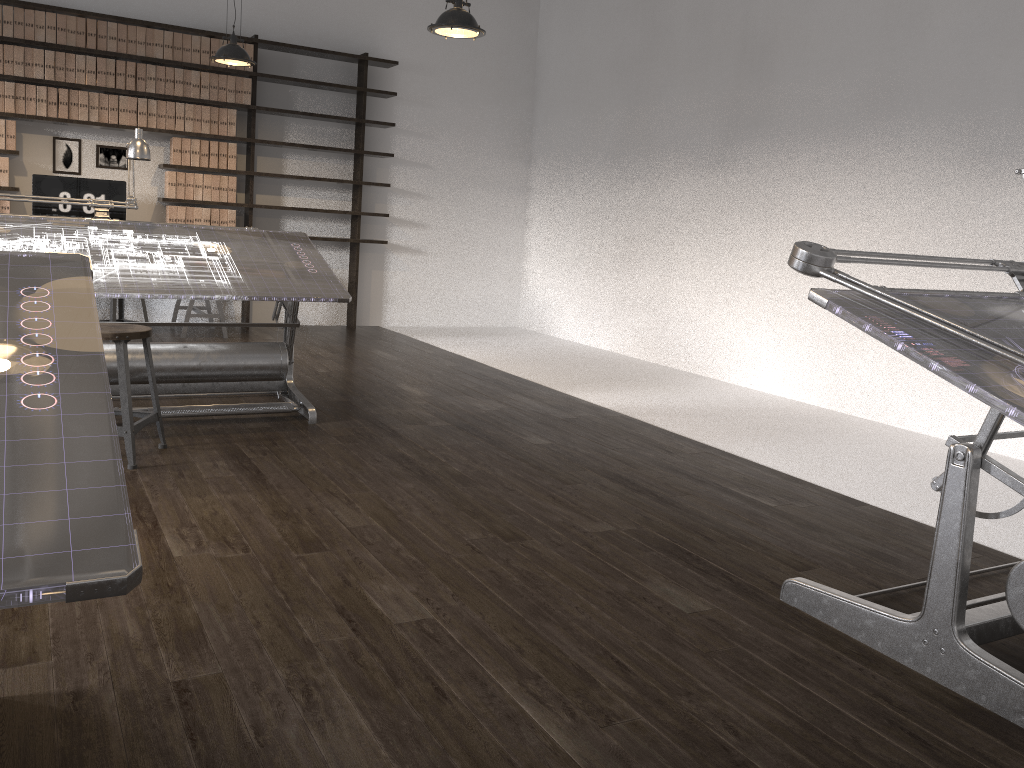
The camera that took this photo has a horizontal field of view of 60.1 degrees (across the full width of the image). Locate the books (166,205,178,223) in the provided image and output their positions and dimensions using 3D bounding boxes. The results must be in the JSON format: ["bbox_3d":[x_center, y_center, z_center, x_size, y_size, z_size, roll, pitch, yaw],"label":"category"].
[{"bbox_3d":[-2.824,-1.365,7.344,0.067,0.224,0.176,0,9,-29],"label":"books"}]

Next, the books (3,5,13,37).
[{"bbox_3d":[-3.756,-2.687,6.601,0.067,0.224,0.176,0,9,-29],"label":"books"}]

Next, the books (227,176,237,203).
[{"bbox_3d":[-2.398,-1.650,7.536,0.067,0.224,0.176,0,9,-29],"label":"books"}]

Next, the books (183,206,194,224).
[{"bbox_3d":[-2.706,-1.368,7.408,0.067,0.224,0.176,0,9,-29],"label":"books"}]

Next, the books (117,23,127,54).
[{"bbox_3d":[-3.081,-2.708,6.981,0.067,0.224,0.175,0,9,-29],"label":"books"}]

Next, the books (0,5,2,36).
[{"bbox_3d":[-3.820,-2.685,6.567,0.067,0.224,0.176,0,9,-29],"label":"books"}]

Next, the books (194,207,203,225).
[{"bbox_3d":[-2.651,-1.370,7.437,0.067,0.224,0.176,0,9,-29],"label":"books"}]

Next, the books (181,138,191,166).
[{"bbox_3d":[-2.706,-1.911,7.322,0.067,0.224,0.175,0,9,-29],"label":"books"}]

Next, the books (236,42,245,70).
[{"bbox_3d":[-2.293,-2.732,7.421,0.067,0.224,0.175,0,9,-29],"label":"books"}]

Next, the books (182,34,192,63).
[{"bbox_3d":[-2.662,-2.721,7.216,0.067,0.224,0.175,0,9,-29],"label":"books"}]

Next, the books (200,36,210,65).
[{"bbox_3d":[-2.534,-2.723,7.279,0.067,0.224,0.176,0,9,-29],"label":"books"}]

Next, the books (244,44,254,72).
[{"bbox_3d":[-2.230,-2.733,7.452,0.067,0.224,0.175,0,9,-29],"label":"books"}]

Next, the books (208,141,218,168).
[{"bbox_3d":[-2.514,-1.916,7.423,0.067,0.224,0.176,0,9,-29],"label":"books"}]

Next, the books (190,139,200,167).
[{"bbox_3d":[-2.642,-1.912,7.352,0.067,0.224,0.175,0,9,-29],"label":"books"}]

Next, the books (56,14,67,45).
[{"bbox_3d":[-3.445,-2.696,6.772,0.067,0.224,0.176,0,9,-29],"label":"books"}]

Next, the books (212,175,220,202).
[{"bbox_3d":[-2.512,-1.645,7.466,0.067,0.224,0.176,0,9,-29],"label":"books"}]

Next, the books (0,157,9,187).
[{"bbox_3d":[-3.855,-1.606,6.723,0.067,0.224,0.176,0,9,-29],"label":"books"}]

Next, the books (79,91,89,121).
[{"bbox_3d":[-3.348,-2.163,6.913,0.067,0.224,0.176,0,9,-29],"label":"books"}]

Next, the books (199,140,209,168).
[{"bbox_3d":[-2.582,-1.915,7.391,0.067,0.224,0.176,0,9,-29],"label":"books"}]

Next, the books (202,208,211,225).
[{"bbox_3d":[-2.591,-1.371,7.468,0.067,0.224,0.176,0,9,-29],"label":"books"}]

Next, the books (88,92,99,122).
[{"bbox_3d":[-3.287,-2.165,6.951,0.067,0.224,0.175,0,9,-29],"label":"books"}]

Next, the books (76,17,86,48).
[{"bbox_3d":[-3.336,-2.700,6.840,0.067,0.224,0.176,0,9,-29],"label":"books"}]

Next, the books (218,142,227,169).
[{"bbox_3d":[-2.452,-1.919,7.464,0.067,0.224,0.176,0,9,-29],"label":"books"}]

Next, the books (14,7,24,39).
[{"bbox_3d":[-3.696,-2.689,6.638,0.067,0.224,0.176,0,9,-29],"label":"books"}]

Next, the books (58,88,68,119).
[{"bbox_3d":[-3.471,-2.159,6.846,0.067,0.224,0.176,0,9,-29],"label":"books"}]

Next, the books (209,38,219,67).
[{"bbox_3d":[-2.471,-2.725,7.314,0.067,0.224,0.176,0,9,-29],"label":"books"}]

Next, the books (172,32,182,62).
[{"bbox_3d":[-2.722,-2.719,7.180,0.067,0.224,0.176,0,9,-29],"label":"books"}]

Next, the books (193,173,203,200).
[{"bbox_3d":[-2.635,-1.642,7.402,0.067,0.224,0.175,0,9,-29],"label":"books"}]

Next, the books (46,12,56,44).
[{"bbox_3d":[-3.508,-2.694,6.737,0.067,0.224,0.176,0,9,-29],"label":"books"}]

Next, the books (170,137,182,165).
[{"bbox_3d":[-2.768,-1.909,7.287,0.067,0.224,0.176,0,9,-29],"label":"books"}]

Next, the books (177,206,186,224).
[{"bbox_3d":[-2.762,-1.366,7.372,0.067,0.224,0.176,0,9,-29],"label":"books"}]

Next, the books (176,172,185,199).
[{"bbox_3d":[-2.757,-1.639,7.336,0.067,0.224,0.176,0,9,-29],"label":"books"}]

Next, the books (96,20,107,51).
[{"bbox_3d":[-3.206,-2.704,6.913,0.067,0.224,0.176,0,9,-29],"label":"books"}]

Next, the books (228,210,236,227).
[{"bbox_3d":[-2.412,-1.376,7.567,0.067,0.224,0.176,0,9,-29],"label":"books"}]

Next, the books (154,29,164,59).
[{"bbox_3d":[-2.846,-2.714,7.109,0.067,0.224,0.176,0,9,-29],"label":"books"}]

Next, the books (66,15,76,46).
[{"bbox_3d":[-3.392,-2.698,6.806,0.067,0.224,0.176,0,9,-29],"label":"books"}]

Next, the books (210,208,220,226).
[{"bbox_3d":[-2.532,-1.374,7.505,0.067,0.224,0.176,0,9,-29],"label":"books"}]

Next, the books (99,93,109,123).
[{"bbox_3d":[-3.228,-2.168,6.988,0.067,0.224,0.175,0,9,-29],"label":"books"}]

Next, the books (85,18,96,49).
[{"bbox_3d":[-3.269,-2.701,6.872,0.067,0.224,0.176,0,9,-29],"label":"books"}]

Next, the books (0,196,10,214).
[{"bbox_3d":[-3.869,-1.334,6.762,0.067,0.224,0.175,0,9,-29],"label":"books"}]

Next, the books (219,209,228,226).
[{"bbox_3d":[-2.472,-1.376,7.541,0.067,0.224,0.175,0,9,-29],"label":"books"}]

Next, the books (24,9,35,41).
[{"bbox_3d":[-3.636,-2.691,6.674,0.067,0.224,0.175,0,9,-29],"label":"books"}]

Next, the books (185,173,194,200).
[{"bbox_3d":[-2.697,-1.641,7.371,0.067,0.224,0.175,0,9,-29],"label":"books"}]

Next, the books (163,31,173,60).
[{"bbox_3d":[-2.781,-2.716,7.143,0.067,0.224,0.176,0,9,-29],"label":"books"}]

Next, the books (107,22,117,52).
[{"bbox_3d":[-3.141,-2.705,6.943,0.067,0.224,0.175,0,9,-29],"label":"books"}]

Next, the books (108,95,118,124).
[{"bbox_3d":[-3.166,-2.169,7.021,0.067,0.224,0.176,0,9,-29],"label":"books"}]

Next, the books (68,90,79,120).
[{"bbox_3d":[-3.409,-2.162,6.887,0.067,0.224,0.176,0,9,-29],"label":"books"}]

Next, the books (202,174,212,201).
[{"bbox_3d":[-2.570,-1.644,7.434,0.067,0.224,0.176,0,9,-29],"label":"books"}]

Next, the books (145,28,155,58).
[{"bbox_3d":[-2.901,-2.713,7.080,0.067,0.224,0.176,0,9,-29],"label":"books"}]

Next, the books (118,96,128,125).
[{"bbox_3d":[-3.100,-2.171,7.056,0.067,0.224,0.176,0,9,-29],"label":"books"}]

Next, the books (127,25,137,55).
[{"bbox_3d":[-3.019,-2.710,7.016,0.067,0.224,0.176,0,9,-29],"label":"books"}]

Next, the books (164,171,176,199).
[{"bbox_3d":[-2.817,-1.637,7.298,0.067,0.224,0.176,0,9,-29],"label":"books"}]

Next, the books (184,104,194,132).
[{"bbox_3d":[-2.671,-2.183,7.294,0.067,0.224,0.176,0,9,-29],"label":"books"}]

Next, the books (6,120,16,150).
[{"bbox_3d":[-3.798,-1.878,6.714,0.067,0.224,0.176,0,9,-29],"label":"books"}]

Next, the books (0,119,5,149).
[{"bbox_3d":[-3.858,-1.875,6.676,0.067,0.224,0.175,0,9,-29],"label":"books"}]

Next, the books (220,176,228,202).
[{"bbox_3d":[-2.459,-1.648,7.501,0.067,0.224,0.176,0,9,-29],"label":"books"}]

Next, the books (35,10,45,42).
[{"bbox_3d":[-3.573,-2.693,6.704,0.067,0.224,0.175,0,9,-29],"label":"books"}]

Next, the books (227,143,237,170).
[{"bbox_3d":[-2.385,-1.920,7.498,0.067,0.224,0.176,0,9,-29],"label":"books"}]

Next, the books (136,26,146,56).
[{"bbox_3d":[-2.958,-2.710,7.044,0.067,0.224,0.176,0,9,-29],"label":"books"}]
